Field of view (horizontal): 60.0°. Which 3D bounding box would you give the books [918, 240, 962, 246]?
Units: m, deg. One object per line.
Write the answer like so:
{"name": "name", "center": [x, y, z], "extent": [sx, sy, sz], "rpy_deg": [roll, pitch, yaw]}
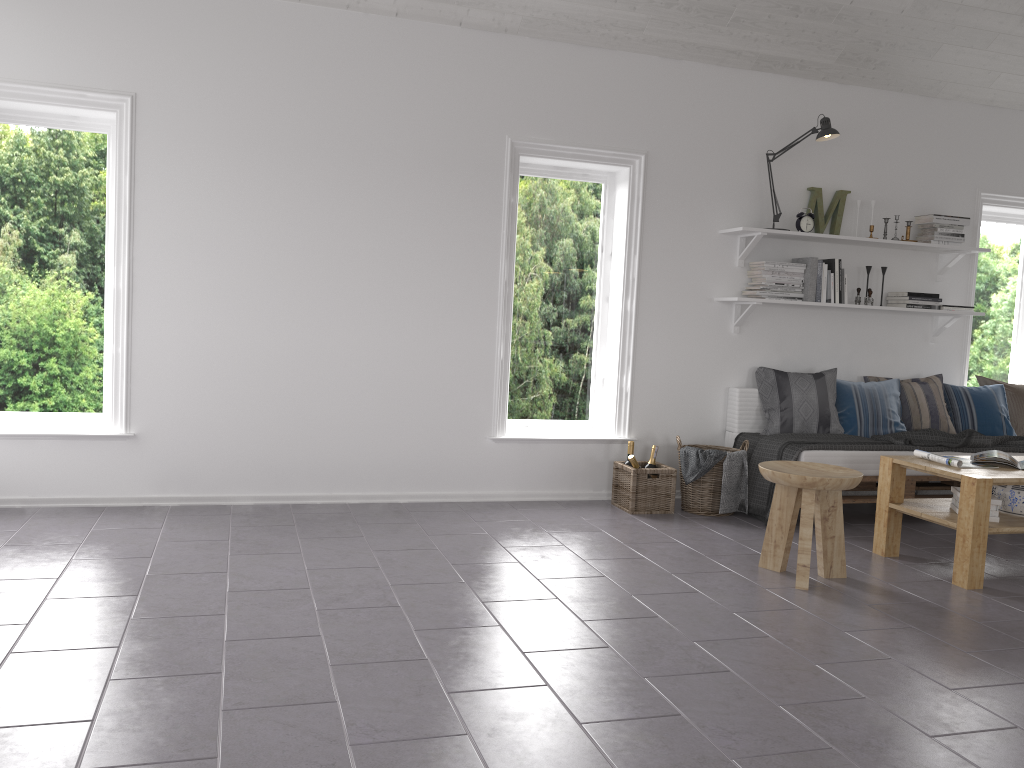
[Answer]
{"name": "books", "center": [2.761, -0.906, 5.766], "extent": [0.239, 0.032, 0.172], "rpy_deg": [2, 4, -17]}

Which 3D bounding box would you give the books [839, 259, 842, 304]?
{"name": "books", "center": [1.988, -0.638, 5.547], "extent": [0.048, 0.274, 0.210], "rpy_deg": [2, 4, -17]}

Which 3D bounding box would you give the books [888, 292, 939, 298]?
{"name": "books", "center": [2.595, -0.573, 5.735], "extent": [0.239, 0.028, 0.190], "rpy_deg": [2, 4, -15]}

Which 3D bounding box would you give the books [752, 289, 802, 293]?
{"name": "books", "center": [1.632, -0.571, 5.474], "extent": [0.254, 0.013, 0.161], "rpy_deg": [2, 4, -17]}

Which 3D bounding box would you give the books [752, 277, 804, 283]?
{"name": "books", "center": [1.637, -0.638, 5.471], "extent": [0.263, 0.017, 0.167], "rpy_deg": [2, 4, -17]}

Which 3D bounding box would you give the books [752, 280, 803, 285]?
{"name": "books", "center": [1.632, -0.623, 5.462], "extent": [0.254, 0.012, 0.161], "rpy_deg": [2, 4, -17]}

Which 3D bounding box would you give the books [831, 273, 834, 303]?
{"name": "books", "center": [1.946, -0.592, 5.498], "extent": [0.042, 0.185, 0.125], "rpy_deg": [2, 4, -17]}

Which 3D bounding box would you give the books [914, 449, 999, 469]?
{"name": "books", "center": [2.107, 0.357, 4.215], "extent": [0.229, 0.043, 0.300], "rpy_deg": [2, 4, -13]}

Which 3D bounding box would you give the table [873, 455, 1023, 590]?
{"name": "table", "center": [2.577, 0.637, 4.290], "extent": [1.457, 0.485, 0.607], "rpy_deg": [2, 4, -17]}

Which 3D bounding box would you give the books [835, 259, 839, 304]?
{"name": "books", "center": [1.966, -0.638, 5.539], "extent": [0.054, 0.272, 0.200], "rpy_deg": [2, 4, -17]}

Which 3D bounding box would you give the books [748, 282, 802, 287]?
{"name": "books", "center": [1.619, -0.611, 5.465], "extent": [0.285, 0.012, 0.159], "rpy_deg": [2, 4, -17]}

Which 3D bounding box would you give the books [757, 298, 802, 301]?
{"name": "books", "center": [1.631, -0.520, 5.472], "extent": [0.254, 0.012, 0.161], "rpy_deg": [2, 4, -17]}

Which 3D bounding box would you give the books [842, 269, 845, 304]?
{"name": "books", "center": [2.015, -0.609, 5.544], "extent": [0.047, 0.219, 0.171], "rpy_deg": [2, 4, -17]}

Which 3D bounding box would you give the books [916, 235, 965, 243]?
{"name": "books", "center": [2.778, -0.936, 5.757], "extent": [0.239, 0.032, 0.172], "rpy_deg": [2, 4, -17]}

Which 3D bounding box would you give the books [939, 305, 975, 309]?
{"name": "books", "center": [2.858, -0.508, 5.826], "extent": [0.251, 0.012, 0.202], "rpy_deg": [2, 4, -16]}

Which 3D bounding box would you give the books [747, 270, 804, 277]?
{"name": "books", "center": [1.623, -0.678, 5.477], "extent": [0.296, 0.028, 0.180], "rpy_deg": [2, 4, -17]}

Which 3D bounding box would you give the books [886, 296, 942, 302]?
{"name": "books", "center": [2.601, -0.548, 5.743], "extent": [0.258, 0.023, 0.212], "rpy_deg": [2, 4, -17]}

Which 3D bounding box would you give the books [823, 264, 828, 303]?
{"name": "books", "center": [1.885, -0.622, 5.516], "extent": [0.031, 0.236, 0.200], "rpy_deg": [2, 4, -17]}

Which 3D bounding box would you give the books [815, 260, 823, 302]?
{"name": "books", "center": [1.848, -0.633, 5.496], "extent": [0.046, 0.257, 0.193], "rpy_deg": [2, 4, -17]}

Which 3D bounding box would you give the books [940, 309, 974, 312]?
{"name": "books", "center": [2.861, -0.481, 5.821], "extent": [0.253, 0.014, 0.187], "rpy_deg": [2, 4, -17]}

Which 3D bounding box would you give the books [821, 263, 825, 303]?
{"name": "books", "center": [1.869, -0.626, 5.510], "extent": [0.019, 0.243, 0.205], "rpy_deg": [2, 4, -17]}

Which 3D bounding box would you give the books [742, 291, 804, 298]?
{"name": "books", "center": [1.605, -0.553, 5.467], "extent": [0.331, 0.025, 0.176], "rpy_deg": [2, 4, -17]}

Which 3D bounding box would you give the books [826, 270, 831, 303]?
{"name": "books", "center": [1.923, -0.602, 5.494], "extent": [0.044, 0.203, 0.141], "rpy_deg": [2, 4, -17]}

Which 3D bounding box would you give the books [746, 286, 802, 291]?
{"name": "books", "center": [1.612, -0.586, 5.482], "extent": [0.288, 0.016, 0.182], "rpy_deg": [2, 4, -17]}

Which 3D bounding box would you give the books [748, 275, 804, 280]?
{"name": "books", "center": [1.625, -0.657, 5.480], "extent": [0.288, 0.016, 0.182], "rpy_deg": [2, 4, -17]}

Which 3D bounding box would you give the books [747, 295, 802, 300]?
{"name": "books", "center": [1.618, -0.533, 5.462], "extent": [0.285, 0.012, 0.159], "rpy_deg": [2, 4, -17]}

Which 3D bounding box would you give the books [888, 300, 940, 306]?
{"name": "books", "center": [2.595, -0.525, 5.734], "extent": [0.242, 0.023, 0.191], "rpy_deg": [1, 5, -19]}

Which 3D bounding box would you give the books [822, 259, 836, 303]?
{"name": "books", "center": [1.950, -0.639, 5.531], "extent": [0.038, 0.274, 0.200], "rpy_deg": [2, 4, -17]}

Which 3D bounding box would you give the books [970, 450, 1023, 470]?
{"name": "books", "center": [2.416, 0.366, 4.218], "extent": [0.422, 0.049, 0.300], "rpy_deg": [5, 5, 28]}

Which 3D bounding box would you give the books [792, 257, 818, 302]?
{"name": "books", "center": [1.801, -0.642, 5.484], "extent": [0.050, 0.271, 0.200], "rpy_deg": [2, 4, -17]}

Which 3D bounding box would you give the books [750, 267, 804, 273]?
{"name": "books", "center": [1.630, -0.700, 5.460], "extent": [0.273, 0.021, 0.174], "rpy_deg": [2, 4, -17]}

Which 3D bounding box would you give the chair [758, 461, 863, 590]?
{"name": "chair", "center": [1.280, 0.607, 3.864], "extent": [0.431, 0.479, 0.431], "rpy_deg": [1, 5, -20]}

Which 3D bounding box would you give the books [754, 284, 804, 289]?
{"name": "books", "center": [1.642, -0.598, 5.465], "extent": [0.256, 0.013, 0.161], "rpy_deg": [2, 4, -17]}

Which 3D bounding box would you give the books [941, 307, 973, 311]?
{"name": "books", "center": [2.858, -0.495, 5.820], "extent": [0.248, 0.014, 0.187], "rpy_deg": [1, 5, -19]}

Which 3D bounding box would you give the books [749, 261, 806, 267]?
{"name": "books", "center": [1.627, -0.734, 5.444], "extent": [0.288, 0.016, 0.182], "rpy_deg": [2, 4, -17]}

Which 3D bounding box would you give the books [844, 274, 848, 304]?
{"name": "books", "center": [2.040, -0.592, 5.553], "extent": [0.045, 0.185, 0.152], "rpy_deg": [2, 4, -17]}

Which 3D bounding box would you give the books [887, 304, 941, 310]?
{"name": "books", "center": [2.599, -0.498, 5.745], "extent": [0.258, 0.032, 0.191], "rpy_deg": [2, 4, -15]}

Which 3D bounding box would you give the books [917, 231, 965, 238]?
{"name": "books", "center": [2.784, -0.964, 5.759], "extent": [0.238, 0.024, 0.152], "rpy_deg": [2, 4, -17]}

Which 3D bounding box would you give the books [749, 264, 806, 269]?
{"name": "books", "center": [1.629, -0.719, 5.458], "extent": [0.288, 0.016, 0.182], "rpy_deg": [2, 4, -17]}
